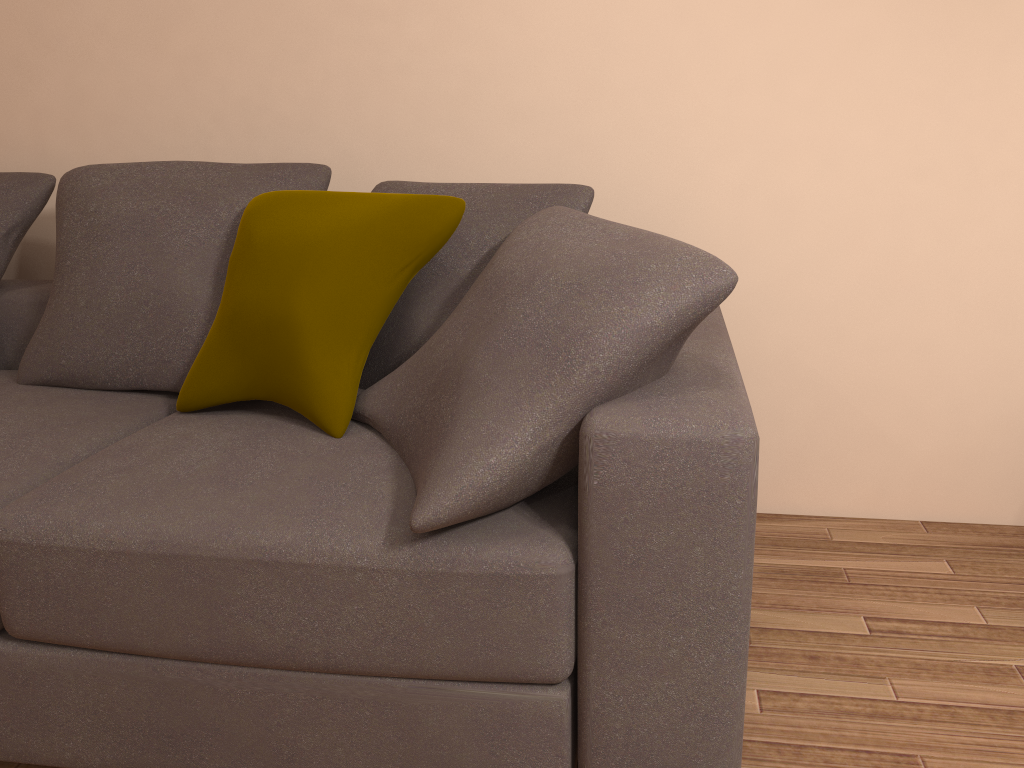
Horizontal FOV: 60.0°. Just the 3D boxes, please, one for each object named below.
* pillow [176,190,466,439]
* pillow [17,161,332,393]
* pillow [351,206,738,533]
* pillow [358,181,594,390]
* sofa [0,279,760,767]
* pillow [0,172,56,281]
[{"bbox_3d":[-0.432,-0.172,1.978,0.658,0.492,0.382,9,19,33],"label":"pillow"},{"bbox_3d":[-0.895,-0.281,2.335,0.783,0.590,0.459,3,16,14],"label":"pillow"},{"bbox_3d":[0.001,-0.069,1.653,0.560,0.470,0.749,-6,16,-18],"label":"pillow"},{"bbox_3d":[-0.202,-0.175,2.208,0.399,0.635,0.811,-13,19,-36],"label":"pillow"},{"bbox_3d":[-1.345,0.303,1.923,3.565,0.776,1.906,2,16,9],"label":"sofa"},{"bbox_3d":[-1.740,-0.331,2.617,0.787,0.576,0.431,6,17,24],"label":"pillow"}]
